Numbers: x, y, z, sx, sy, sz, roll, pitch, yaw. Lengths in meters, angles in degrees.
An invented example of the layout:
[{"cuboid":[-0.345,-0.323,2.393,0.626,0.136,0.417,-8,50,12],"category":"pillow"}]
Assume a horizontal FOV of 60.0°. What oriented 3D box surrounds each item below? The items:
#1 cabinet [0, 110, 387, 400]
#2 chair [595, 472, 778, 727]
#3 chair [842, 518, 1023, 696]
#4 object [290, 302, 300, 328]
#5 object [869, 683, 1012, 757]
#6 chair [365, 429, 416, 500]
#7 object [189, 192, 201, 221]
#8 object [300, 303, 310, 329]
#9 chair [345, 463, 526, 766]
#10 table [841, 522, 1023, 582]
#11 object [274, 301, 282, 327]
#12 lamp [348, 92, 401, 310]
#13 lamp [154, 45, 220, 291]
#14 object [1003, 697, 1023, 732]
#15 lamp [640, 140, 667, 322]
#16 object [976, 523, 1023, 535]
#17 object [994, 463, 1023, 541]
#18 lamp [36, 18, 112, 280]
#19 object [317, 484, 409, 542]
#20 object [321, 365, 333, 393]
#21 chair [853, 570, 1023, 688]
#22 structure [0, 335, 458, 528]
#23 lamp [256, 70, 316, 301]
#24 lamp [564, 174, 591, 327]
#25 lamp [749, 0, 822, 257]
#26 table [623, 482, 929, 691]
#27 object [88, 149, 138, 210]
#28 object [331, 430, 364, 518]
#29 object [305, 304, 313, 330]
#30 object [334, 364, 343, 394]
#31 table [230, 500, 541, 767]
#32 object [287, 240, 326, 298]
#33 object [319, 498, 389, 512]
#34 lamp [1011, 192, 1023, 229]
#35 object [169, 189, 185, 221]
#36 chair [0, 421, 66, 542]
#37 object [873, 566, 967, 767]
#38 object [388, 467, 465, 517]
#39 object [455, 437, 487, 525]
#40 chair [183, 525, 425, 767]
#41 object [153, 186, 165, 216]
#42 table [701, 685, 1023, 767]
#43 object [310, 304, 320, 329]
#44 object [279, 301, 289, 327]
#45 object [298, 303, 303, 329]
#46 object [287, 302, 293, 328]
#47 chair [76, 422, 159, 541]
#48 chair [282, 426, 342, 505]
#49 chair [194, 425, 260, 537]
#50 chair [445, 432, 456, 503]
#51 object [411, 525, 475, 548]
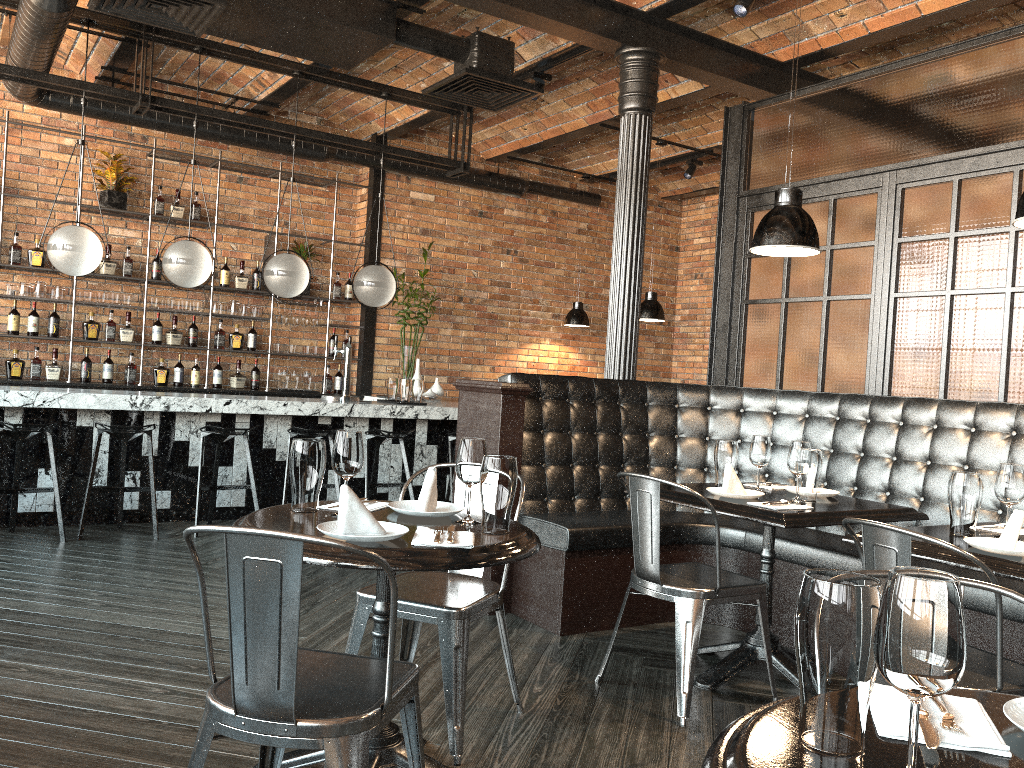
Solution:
[{"cuboid":[-4.348,-0.981,7.183,7.075,3.779,0.564,3,1,-33],"category":"cabinet"},{"cuboid":[0.685,0.773,3.430,0.558,0.857,0.504,3,1,-33],"category":"chair"},{"cuboid":[1.222,0.815,2.491,0.558,0.857,0.504,3,1,-23],"category":"chair"},{"cuboid":[-2.097,-0.670,8.592,0.092,0.244,0.092,4,1,6],"category":"object"},{"cuboid":[0.566,0.447,1.188,0.157,0.019,0.255,4,1,18],"category":"object"},{"cuboid":[-0.986,0.697,6.762,0.475,0.737,0.414,3,1,-38],"category":"chair"},{"cuboid":[-2.903,-1.621,8.132,0.083,0.282,0.083,4,1,42],"category":"object"},{"cuboid":[-2.014,-0.666,8.646,0.092,0.244,0.092,4,1,6],"category":"object"},{"cuboid":[-0.251,0.717,3.019,0.504,0.857,0.558,4,1,22],"category":"chair"},{"cuboid":[1.662,0.891,2.789,0.872,0.758,0.872,3,1,-33],"category":"table"},{"cuboid":[-2.279,-0.683,8.670,0.092,0.244,0.092,4,1,6],"category":"object"},{"cuboid":[-1.070,-1.478,7.187,0.340,1.754,0.340,4,1,13],"category":"lamp"},{"cuboid":[-2.298,-1.548,6.390,0.340,1.754,0.340,4,1,13],"category":"lamp"},{"cuboid":[0.775,0.406,1.155,0.232,0.139,0.232,4,1,12],"category":"object"},{"cuboid":[1.324,-1.411,8.183,0.291,1.653,0.291,4,1,12],"category":"lamp"},{"cuboid":[1.729,0.504,3.100,0.255,0.019,0.157,3,1,-32],"category":"object"},{"cuboid":[1.637,0.386,2.917,0.092,0.244,0.092,3,1,-16],"category":"object"},{"cuboid":[-2.911,-1.583,5.991,0.340,1.754,0.340,4,1,13],"category":"lamp"},{"cuboid":[-0.376,0.323,2.259,0.232,0.139,0.232,4,1,11],"category":"object"},{"cuboid":[-1.850,-0.050,8.891,0.083,0.282,0.083,4,1,42],"category":"object"},{"cuboid":[0.731,0.794,1.466,0.504,0.857,0.558,4,1,7],"category":"chair"},{"cuboid":[-2.657,0.243,6.980,5.346,1.430,1.930,3,1,-33],"category":"structure"},{"cuboid":[-1.684,-1.513,6.789,0.340,1.754,0.340,4,1,13],"category":"lamp"},{"cuboid":[0.761,-1.461,9.721,0.291,1.653,0.291,4,1,32],"category":"lamp"},{"cuboid":[1.199,-1.378,3.721,0.291,1.653,0.291,4,1,12],"category":"lamp"},{"cuboid":[1.063,0.845,3.715,0.872,0.758,0.872,3,1,-33],"category":"table"},{"cuboid":[-3.504,-1.777,7.779,0.425,0.526,0.430,3,1,-31],"category":"object"},{"cuboid":[-0.473,0.256,2.540,0.092,0.244,0.092,3,1,-34],"category":"object"},{"cuboid":[-2.017,-0.668,8.840,0.092,0.244,0.092,4,1,6],"category":"object"},{"cuboid":[-1.752,-0.052,8.971,0.086,0.298,0.086,4,1,16],"category":"object"},{"cuboid":[-0.372,0.765,2.508,0.866,0.758,0.866,4,1,21],"category":"table"},{"cuboid":[-2.044,-1.134,8.671,0.398,0.560,0.374,4,1,29],"category":"object"},{"cuboid":[-0.481,0.368,2.702,0.157,0.019,0.255,4,1,17],"category":"object"},{"cuboid":[1.798,-1.332,2.796,0.291,1.653,0.291,4,1,12],"category":"lamp"},{"cuboid":[-3.036,-1.626,8.047,0.123,0.279,0.123,3,1,-29],"category":"object"},{"cuboid":[-3.017,0.580,5.443,0.475,0.737,0.414,3,1,-38],"category":"chair"},{"cuboid":[0.442,0.328,0.968,0.092,0.244,0.092,4,1,20],"category":"object"},{"cuboid":[-0.257,0.327,2.690,0.232,0.139,0.232,4,1,27],"category":"object"},{"cuboid":[-0.119,0.278,2.549,0.092,0.244,0.092,3,1,-34],"category":"object"},{"cuboid":[-0.463,0.713,2.018,0.504,0.857,0.558,4,1,12],"category":"chair"},{"cuboid":[-3.166,-1.636,7.961,0.083,0.282,0.083,3,1,-33],"category":"object"},{"cuboid":[0.624,0.842,0.968,0.866,0.758,0.866,4,1,21],"category":"table"},{"cuboid":[-1.927,-0.661,8.702,0.092,0.244,0.092,4,1,6],"category":"object"},{"cuboid":[-2.189,-0.676,8.532,0.092,0.244,0.092,4,1,6],"category":"object"},{"cuboid":[-2.104,-0.673,8.784,0.092,0.244,0.092,4,1,6],"category":"object"},{"cuboid":[-2.187,-0.677,8.730,0.092,0.244,0.092,4,1,6],"category":"object"},{"cuboid":[-2.530,0.608,5.759,0.475,0.737,0.414,3,1,-23],"category":"chair"},{"cuboid":[-1.475,0.669,6.445,0.475,0.737,0.414,3,1,-28],"category":"chair"},{"cuboid":[-1.994,0.639,6.108,0.475,0.737,0.414,3,1,-38],"category":"chair"},{"cuboid":[-0.397,0.731,7.145,0.475,0.737,0.414,3,1,-43],"category":"chair"},{"cuboid":[-0.175,0.390,2.300,0.157,0.019,0.255,4,1,-3],"category":"object"}]
